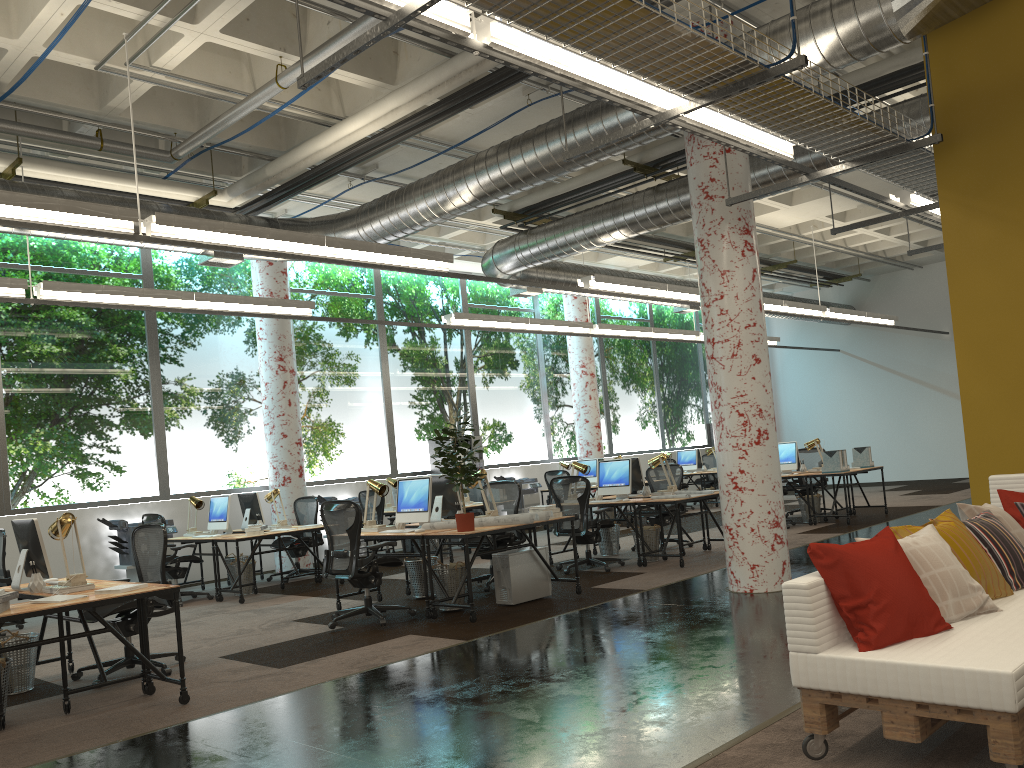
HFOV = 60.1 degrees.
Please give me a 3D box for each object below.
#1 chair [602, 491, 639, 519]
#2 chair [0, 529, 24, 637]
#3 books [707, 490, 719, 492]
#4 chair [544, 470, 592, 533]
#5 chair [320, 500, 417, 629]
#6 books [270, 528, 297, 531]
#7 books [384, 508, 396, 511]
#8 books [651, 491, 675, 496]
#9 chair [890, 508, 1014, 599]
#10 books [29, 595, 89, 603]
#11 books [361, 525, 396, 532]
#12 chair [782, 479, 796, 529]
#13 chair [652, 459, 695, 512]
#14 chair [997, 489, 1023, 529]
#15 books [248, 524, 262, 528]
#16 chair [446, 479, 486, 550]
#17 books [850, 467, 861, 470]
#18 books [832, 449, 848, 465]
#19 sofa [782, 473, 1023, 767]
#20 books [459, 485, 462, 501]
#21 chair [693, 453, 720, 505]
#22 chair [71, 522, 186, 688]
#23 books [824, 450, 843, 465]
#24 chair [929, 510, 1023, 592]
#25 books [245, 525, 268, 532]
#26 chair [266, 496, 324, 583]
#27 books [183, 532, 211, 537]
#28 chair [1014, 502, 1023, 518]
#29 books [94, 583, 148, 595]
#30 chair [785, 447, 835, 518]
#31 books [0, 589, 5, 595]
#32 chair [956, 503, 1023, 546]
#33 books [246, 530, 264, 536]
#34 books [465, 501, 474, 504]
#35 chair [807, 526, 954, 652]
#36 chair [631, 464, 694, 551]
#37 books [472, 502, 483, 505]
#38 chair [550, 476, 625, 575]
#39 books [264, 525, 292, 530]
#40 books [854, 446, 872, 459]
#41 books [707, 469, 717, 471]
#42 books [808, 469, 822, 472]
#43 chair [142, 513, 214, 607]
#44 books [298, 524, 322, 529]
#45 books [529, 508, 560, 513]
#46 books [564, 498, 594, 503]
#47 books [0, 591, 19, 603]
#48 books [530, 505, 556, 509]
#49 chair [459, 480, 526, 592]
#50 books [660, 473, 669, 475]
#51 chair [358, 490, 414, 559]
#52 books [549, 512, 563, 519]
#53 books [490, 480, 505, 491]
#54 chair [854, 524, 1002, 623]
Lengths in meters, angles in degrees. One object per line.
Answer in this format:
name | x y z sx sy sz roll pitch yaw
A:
chair | 2.071 2.060 16.971 0.772 1.083 0.792 -7 -3 28
chair | -5.517 2.068 9.165 0.772 1.083 0.792 -7 -3 28
books | 2.378 1.272 10.533 0.243 0.019 0.206 -4 -5 -9
chair | 0.939 2.038 15.541 0.772 1.083 0.792 -7 -3 28
chair | -1.331 1.545 7.818 0.772 1.083 0.792 -7 -3 28
books | -2.738 1.745 10.593 0.244 0.019 0.205 -7 -5 21
books | -1.818 1.902 13.471 0.310 0.038 0.225 -10 -7 44
books | 1.880 1.327 10.768 0.310 0.038 0.225 -10 -7 44
chair | 2.076 0.834 4.197 0.545 0.437 0.317 -3 -4 -34
books | -2.674 1.268 5.228 0.244 0.019 0.205 -7 -5 21
books | -1.312 1.407 8.604 0.310 0.038 0.225 -10 -7 44
chair | 3.647 1.557 12.892 0.772 1.083 0.792 -7 -3 28
chair | 3.201 2.035 17.869 0.772 1.083 0.792 -7 -3 28
chair | 3.115 0.805 5.077 0.535 0.436 0.287 -6 -3 17
books | -2.988 1.646 10.280 0.152 0.030 0.186 -4 -5 -18
chair | -0.705 2.063 14.115 0.772 1.083 0.792 -7 -3 28
books | 5.040 1.251 13.100 0.200 0.024 0.235 -7 -5 17
books | 4.679 1.103 12.697 0.234 0.310 0.068 -8 -4 44
sofa | 2.792 0.904 3.824 2.025 0.929 2.852 -10 -6 44
books | -0.806 1.586 12.490 0.234 0.310 0.068 -8 -4 44
chair | 4.333 2.057 19.299 0.772 1.083 0.792 -7 -3 28
chair | -2.817 1.588 6.511 0.772 1.083 0.792 -7 -3 28
books | 4.576 1.103 12.591 0.234 0.310 0.068 -8 -4 44
chair | 2.429 0.858 4.470 0.522 0.407 0.342 -3 -4 -30
books | -2.970 1.676 10.282 0.193 0.044 0.258 -5 -5 1
chair | -2.881 2.065 11.876 0.772 1.083 0.792 -7 -3 28
books | -3.994 1.905 11.232 0.310 0.038 0.225 -10 -7 44
chair | 3.063 0.824 4.785 0.517 0.391 0.358 -6 -3 13
books | -2.403 1.260 5.446 0.200 0.024 0.235 -7 -5 17
chair | 4.779 1.579 14.322 0.772 1.083 0.792 -7 -3 28
books | -2.924 1.169 4.915 0.152 0.030 0.186 -4 -5 -18
chair | 2.664 0.837 4.815 0.545 0.437 0.336 -2 -4 -41
books | -2.983 1.722 10.260 0.200 0.050 0.273 -4 -5 -19
books | -0.762 1.795 13.343 0.310 0.038 0.225 -10 -7 44
chair | 1.486 0.833 3.612 0.533 0.443 0.302 -3 -4 -30
chair | 1.937 1.595 11.539 0.772 1.083 0.792 -7 -3 28
books | -0.444 1.735 12.893 0.200 0.024 0.235 -7 -5 17
chair | 0.805 1.573 10.109 0.772 1.083 0.792 -7 -3 28
books | -2.938 1.797 11.105 0.310 0.038 0.225 -10 -7 44
books | 5.280 1.102 13.316 0.234 0.310 0.068 -8 -4 44
books | 4.276 1.789 18.527 0.310 0.038 0.225 -10 -7 44
books | 4.722 1.311 13.550 0.310 0.038 0.225 -10 -7 44
chair | -4.014 2.043 10.446 0.772 1.083 0.792 -7 -3 28
books | -2.467 1.737 10.812 0.200 0.024 0.235 -7 -5 17
books | 0.301 1.174 8.224 0.192 0.044 0.258 -3 -6 -28
books | 0.825 1.434 10.895 0.310 0.038 0.225 -10 -7 44
books | -2.906 1.199 4.917 0.193 0.044 0.258 -5 -5 1
books | 0.287 1.143 8.215 0.185 0.030 0.152 -10 -7 42
chair | -0.199 1.567 9.248 0.772 1.083 0.792 -7 -3 28
books | 3.221 1.897 18.654 0.310 0.038 0.225 -10 -7 44
chair | -1.838 2.041 12.685 0.772 1.083 0.792 -7 -3 28
books | 0.300 1.219 8.196 0.272 0.050 0.200 -10 -6 41
books | -0.204 1.586 13.109 0.234 0.310 0.068 -8 -4 44
chair | 1.833 0.848 3.902 0.524 0.400 0.333 -3 -4 -27
